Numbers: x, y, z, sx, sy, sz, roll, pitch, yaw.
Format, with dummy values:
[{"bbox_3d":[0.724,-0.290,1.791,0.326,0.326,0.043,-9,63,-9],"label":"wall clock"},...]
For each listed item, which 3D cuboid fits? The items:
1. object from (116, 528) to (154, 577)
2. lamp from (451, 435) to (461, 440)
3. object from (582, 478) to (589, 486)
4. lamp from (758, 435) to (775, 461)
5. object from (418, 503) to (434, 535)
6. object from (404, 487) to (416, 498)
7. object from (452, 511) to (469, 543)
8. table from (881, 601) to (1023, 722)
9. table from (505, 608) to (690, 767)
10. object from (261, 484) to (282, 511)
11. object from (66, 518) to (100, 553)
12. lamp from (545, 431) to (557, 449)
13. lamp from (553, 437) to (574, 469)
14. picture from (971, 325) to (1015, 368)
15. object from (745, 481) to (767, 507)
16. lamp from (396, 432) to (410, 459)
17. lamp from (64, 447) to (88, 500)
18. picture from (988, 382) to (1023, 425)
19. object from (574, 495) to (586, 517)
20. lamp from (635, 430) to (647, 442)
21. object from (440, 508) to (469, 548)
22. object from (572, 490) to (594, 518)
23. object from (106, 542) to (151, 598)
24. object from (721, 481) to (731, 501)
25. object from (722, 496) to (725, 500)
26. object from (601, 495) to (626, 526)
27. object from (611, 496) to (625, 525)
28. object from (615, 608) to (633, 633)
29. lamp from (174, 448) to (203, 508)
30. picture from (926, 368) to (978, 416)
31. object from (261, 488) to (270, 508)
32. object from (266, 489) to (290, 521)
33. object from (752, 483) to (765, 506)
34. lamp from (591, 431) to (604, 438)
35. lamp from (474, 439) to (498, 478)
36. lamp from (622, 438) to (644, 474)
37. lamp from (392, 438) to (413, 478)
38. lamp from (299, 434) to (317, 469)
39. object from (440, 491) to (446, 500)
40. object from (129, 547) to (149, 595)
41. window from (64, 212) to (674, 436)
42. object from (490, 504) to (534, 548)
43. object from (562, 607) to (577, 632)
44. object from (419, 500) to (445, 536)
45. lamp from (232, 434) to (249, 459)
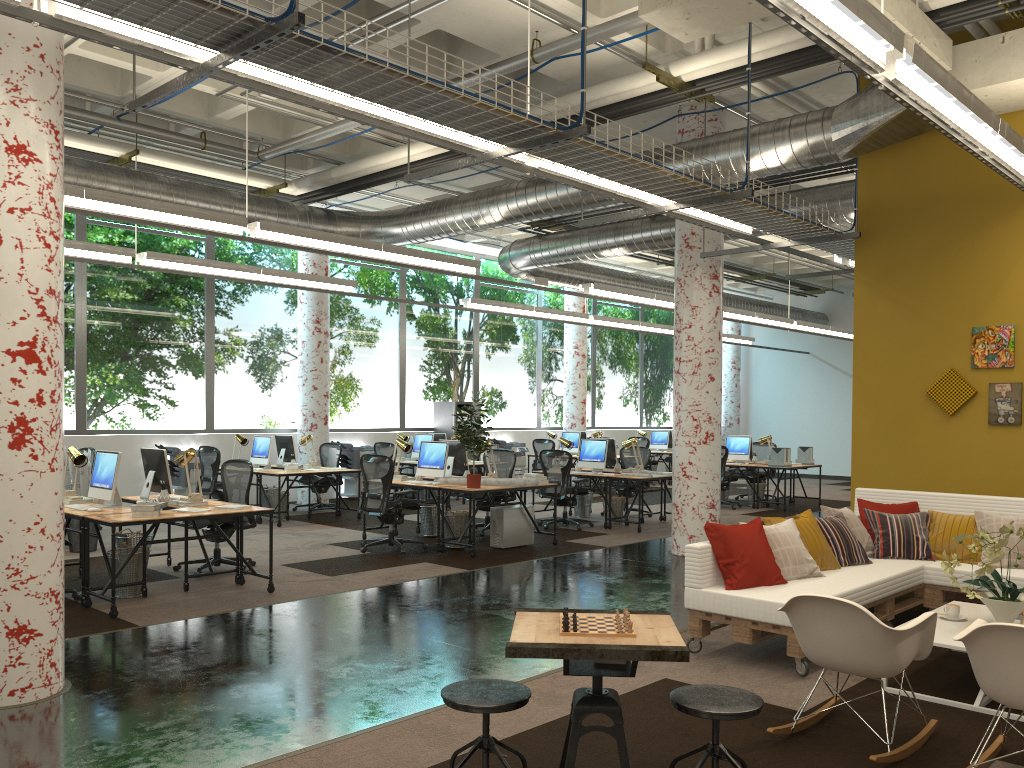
[{"bbox_3d":[-3.597,1.596,8.429,0.358,0.435,0.353,0,0,40],"label":"object"},{"bbox_3d":[-0.879,1.158,15.496,0.219,0.611,0.527,0,0,-27],"label":"lamp"},{"bbox_3d":[1.529,1.991,18.070,0.235,0.403,0.119,1,1,44],"label":"object"},{"bbox_3d":[4.624,1.217,15.792,0.219,0.611,0.527,0,0,-27],"label":"lamp"},{"bbox_3d":[-1.076,1.705,11.154,0.235,0.403,0.119,1,1,44],"label":"object"},{"bbox_3d":[-1.871,1.926,16.584,0.353,0.399,0.353,1,0,-28],"label":"object"},{"bbox_3d":[-0.600,1.680,10.307,0.235,0.403,0.119,1,1,44],"label":"object"},{"bbox_3d":[2.892,1.593,5.156,0.984,0.330,1.263,-1,-2,43],"label":"table"},{"bbox_3d":[0.304,1.293,3.328,0.626,0.760,0.616,0,0,3],"label":"table"},{"bbox_3d":[-3.764,1.782,13.794,0.358,0.435,0.353,0,0,40],"label":"object"},{"bbox_3d":[-4.757,1.664,9.825,0.353,0.399,0.353,1,0,-2],"label":"object"},{"bbox_3d":[0.741,1.279,18.563,0.219,0.611,0.527,0,0,-27],"label":"lamp"},{"bbox_3d":[0.715,1.089,13.130,0.209,0.611,0.527,0,0,-27],"label":"lamp"},{"bbox_3d":[4.133,-0.319,7.611,0.331,0.356,0.027,0,1,43],"label":"picture"},{"bbox_3d":[4.242,1.909,15.410,0.358,0.435,0.353,0,0,40],"label":"object"},{"bbox_3d":[-1.988,1.154,15.663,0.209,0.611,0.527,0,0,-27],"label":"lamp"},{"bbox_3d":[-3.967,0.870,8.021,0.219,0.611,0.527,0,0,-27],"label":"lamp"},{"bbox_3d":[4.204,0.167,7.549,0.252,0.356,0.027,1,1,43],"label":"picture"},{"bbox_3d":[1.023,1.826,13.481,0.235,0.403,0.119,1,1,44],"label":"object"},{"bbox_3d":[2.968,1.382,20.928,0.219,0.611,0.527,0,0,-27],"label":"lamp"},{"bbox_3d":[-0.657,1.664,10.253,0.358,0.435,0.353,0,0,40],"label":"object"},{"bbox_3d":[1.081,1.815,13.535,0.358,0.435,0.353,0,0,40],"label":"object"},{"bbox_3d":[-3.236,1.566,7.474,0.358,0.435,0.353,0,0,40],"label":"object"},{"bbox_3d":[3.881,1.939,16.365,0.358,0.435,0.353,0,0,40],"label":"object"},{"bbox_3d":[3.823,1.950,16.311,0.235,0.403,0.119,1,1,44],"label":"object"},{"bbox_3d":[1.442,1.785,12.581,0.358,0.435,0.353,0,0,40],"label":"object"},{"bbox_3d":[1.499,1.801,12.635,0.235,0.403,0.119,1,1,44],"label":"object"},{"bbox_3d":[0.419,0.878,3.319,0.056,0.053,0.251,0,-2,4],"label":"object"},{"bbox_3d":[-2.853,0.874,7.856,0.219,0.611,0.527,0,0,-27],"label":"lamp"},{"bbox_3d":[3.886,0.069,7.833,0.424,0.425,0.047,0,0,43],"label":"picture"},{"bbox_3d":[-3.822,1.793,13.740,0.235,0.403,0.119,1,1,44],"label":"object"},{"bbox_3d":[-3.403,1.752,12.840,0.358,0.435,0.353,0,0,40],"label":"object"},{"bbox_3d":[4.299,1.924,15.465,0.235,0.403,0.119,1,1,44],"label":"object"},{"bbox_3d":[1.854,1.283,18.398,0.219,0.611,0.527,0,0,-27],"label":"lamp"},{"bbox_3d":[-0.279,0.972,10.632,0.209,0.611,0.527,0,0,-27],"label":"lamp"},{"bbox_3d":[1.820,1.093,12.960,0.209,0.611,0.527,0,0,-27],"label":"lamp"},{"bbox_3d":[-1.388,0.968,10.800,0.219,0.611,0.527,0,0,-27],"label":"lamp"},{"bbox_3d":[-3.025,1.060,13.219,0.209,0.611,0.527,0,0,-27],"label":"lamp"},{"bbox_3d":[-1.203,1.866,15.168,0.235,0.403,0.119,1,1,44],"label":"object"},{"bbox_3d":[-3.178,1.582,7.529,0.235,0.403,0.119,1,1,44],"label":"object"},{"bbox_3d":[-2.835,-0.976,16.569,0.050,3.765,26.209,1,-1,43],"label":"window"},{"bbox_3d":[0.010,1.669,10.427,0.221,0.455,0.541,1,0,43],"label":"object"},{"bbox_3d":[0.217,0.876,3.331,0.056,0.053,0.250,0,-2,4],"label":"object"},{"bbox_3d":[-1.018,1.694,11.207,0.358,0.435,0.353,0,0,40],"label":"object"},{"bbox_3d":[-4.134,1.056,13.386,0.219,0.611,0.527,0,0,-27],"label":"lamp"}]
